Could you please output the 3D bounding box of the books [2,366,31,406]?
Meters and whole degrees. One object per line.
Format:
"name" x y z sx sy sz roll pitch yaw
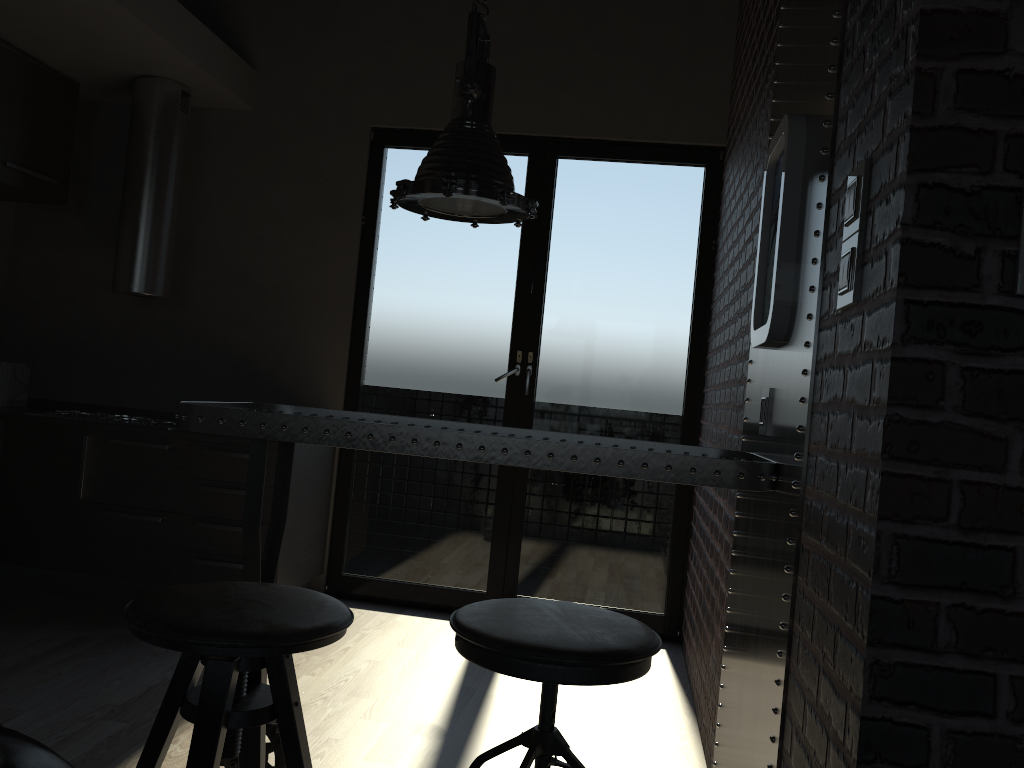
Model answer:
"books" -2.873 0.014 5.142 0.026 0.229 0.178 5 -1 8

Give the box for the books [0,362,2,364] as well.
"books" -3.020 -0.009 5.159 0.053 0.249 0.178 5 -1 8

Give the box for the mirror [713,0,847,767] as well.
"mirror" 0.757 -0.397 2.408 0.050 3.462 1.047 5 -1 8

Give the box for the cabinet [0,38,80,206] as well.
"cabinet" -2.950 -1.402 3.077 0.576 0.691 3.811 5 -1 8

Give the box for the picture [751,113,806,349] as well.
"picture" 0.721 -0.401 2.413 0.047 0.600 0.411 5 -1 8

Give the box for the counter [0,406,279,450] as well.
"counter" -2.210 0.194 3.818 2.098 0.034 2.610 5 -1 8

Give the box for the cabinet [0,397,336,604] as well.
"cabinet" -2.283 0.356 3.396 2.128 1.403 3.493 5 -1 8

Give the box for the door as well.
"door" 0.047 -0.044 4.907 2.002 2.682 0.111 5 -1 8

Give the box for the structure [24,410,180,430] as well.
"structure" -2.081 0.188 4.750 0.812 0.026 0.501 5 -1 8

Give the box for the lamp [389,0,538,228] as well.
"lamp" -0.061 -1.353 2.578 0.411 1.737 0.411 5 -2 30

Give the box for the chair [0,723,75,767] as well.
"chair" -0.795 0.748 0.473 1.493 0.845 1.243 5 -1 38

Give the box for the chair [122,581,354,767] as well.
"chair" -0.571 0.819 1.754 0.450 0.774 0.450 7 -2 -42

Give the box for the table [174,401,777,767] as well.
"table" -0.147 0.689 2.508 1.599 1.130 0.656 5 -1 8

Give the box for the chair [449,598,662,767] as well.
"chair" 0.054 0.875 1.821 0.438 0.781 0.439 6 -1 -14

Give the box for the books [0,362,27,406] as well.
"books" -2.900 0.002 5.143 0.027 0.247 0.178 5 -1 8

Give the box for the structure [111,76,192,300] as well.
"structure" -1.951 -1.059 4.807 0.293 1.174 0.293 5 -1 3
